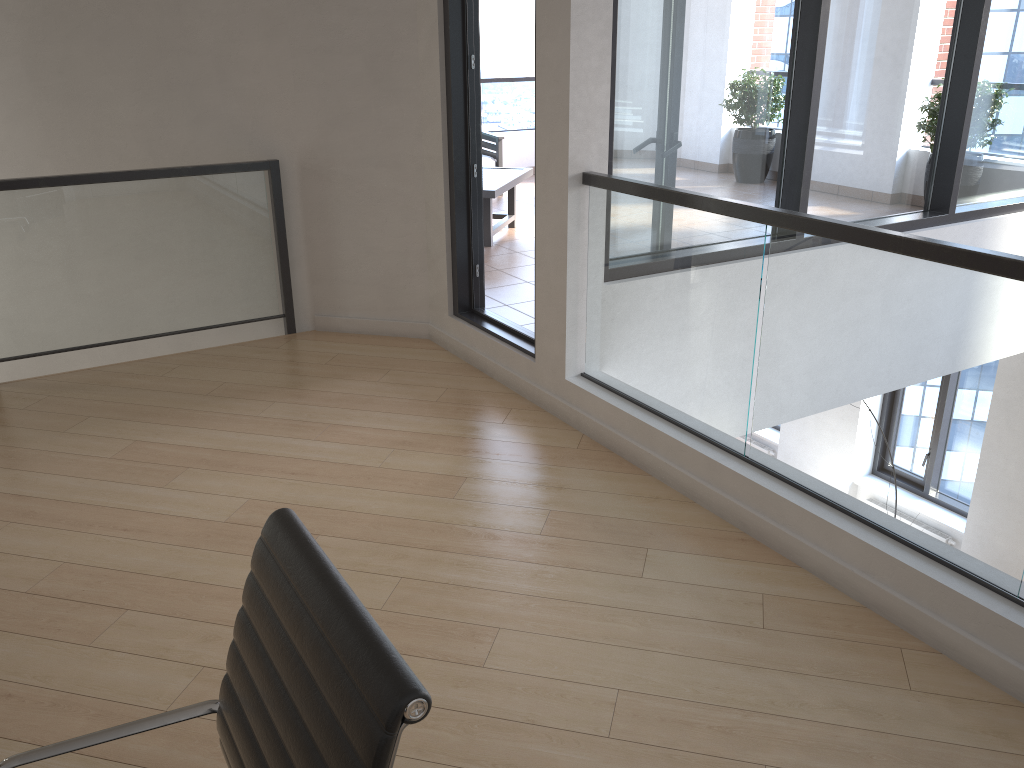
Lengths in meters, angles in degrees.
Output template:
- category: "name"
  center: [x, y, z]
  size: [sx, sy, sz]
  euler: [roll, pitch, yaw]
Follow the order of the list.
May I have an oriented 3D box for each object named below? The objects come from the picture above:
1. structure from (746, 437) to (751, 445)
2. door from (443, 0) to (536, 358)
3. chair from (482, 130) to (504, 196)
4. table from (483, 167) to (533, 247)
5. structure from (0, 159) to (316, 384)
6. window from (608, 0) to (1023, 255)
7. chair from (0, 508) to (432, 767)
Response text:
- category: "structure"
  center: [2.812, 0.854, 10.809]
  size: [0.110, 0.460, 1.015]
  euler: [-13, 24, -28]
- category: "door"
  center: [0.294, -1.497, 4.295]
  size: [0.924, 2.500, 0.905]
  euler: [-13, 24, -28]
- category: "chair"
  center: [-0.622, -2.356, 9.197]
  size: [0.797, 0.765, 0.807]
  euler: [-12, 24, -28]
- category: "table"
  center: [-0.313, -1.461, 7.288]
  size: [0.710, 0.473, 1.260]
  euler: [5, 22, 13]
- category: "structure"
  center: [-3.655, 0.748, 5.827]
  size: [4.190, 4.339, 2.823]
  euler: [-13, 24, -28]
- category: "window"
  center: [2.480, -2.069, 4.755]
  size: [5.002, 2.402, 0.170]
  euler: [-13, 24, -28]
- category: "chair"
  center: [-0.448, 0.769, 1.109]
  size: [0.699, 0.991, 0.664]
  euler: [-10, 23, -23]
